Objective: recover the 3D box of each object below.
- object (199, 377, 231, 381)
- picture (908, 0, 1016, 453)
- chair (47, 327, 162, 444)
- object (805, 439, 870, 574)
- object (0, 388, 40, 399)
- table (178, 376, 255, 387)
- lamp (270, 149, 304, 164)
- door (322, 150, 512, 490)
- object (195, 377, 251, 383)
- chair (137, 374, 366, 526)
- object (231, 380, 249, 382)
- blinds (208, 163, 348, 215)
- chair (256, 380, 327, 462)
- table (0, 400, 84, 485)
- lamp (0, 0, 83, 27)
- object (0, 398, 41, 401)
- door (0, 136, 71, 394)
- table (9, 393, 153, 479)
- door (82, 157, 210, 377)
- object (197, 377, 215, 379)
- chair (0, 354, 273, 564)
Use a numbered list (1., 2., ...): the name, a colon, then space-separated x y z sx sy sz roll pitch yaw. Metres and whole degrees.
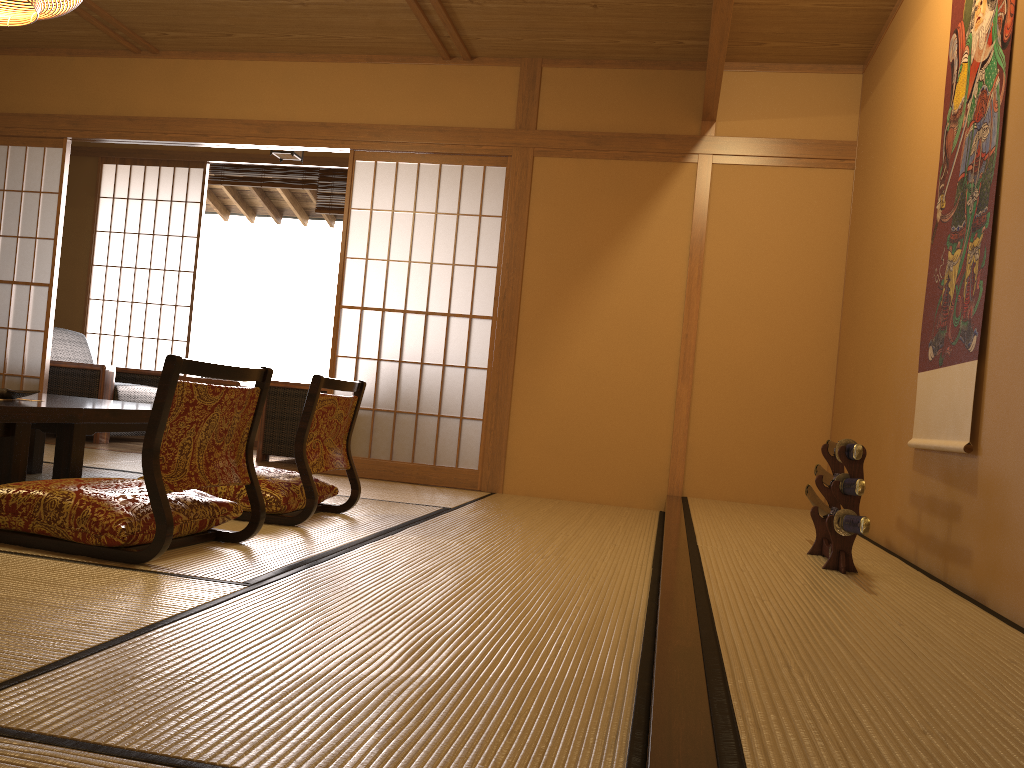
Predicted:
1. object: -2.076 -0.037 6.190 0.230 0.007 0.006 5 -1 6
2. picture: 1.431 -0.793 2.796 0.034 2.012 0.648 5 -1 11
3. chair: -3.071 -0.003 6.418 0.943 0.779 0.873 5 -1 10
4. object: 1.038 0.372 2.852 0.104 0.398 1.021 5 -1 10
5. object: -1.861 0.026 3.157 0.349 0.039 0.129 5 -2 24
6. table: -2.060 0.223 6.269 0.540 0.500 0.540 5 -1 10
7. lamp: -1.540 -1.901 6.180 0.330 0.681 0.330 5 -1 10
8. door: -0.568 -0.391 5.215 0.992 1.934 0.040 5 0 10
9. object: -2.036 -0.027 6.270 0.401 0.003 0.300 5 -2 10
10. chair: -0.975 0.220 3.421 0.698 0.546 0.583 5 -1 9
11. object: -1.935 -0.026 6.271 0.131 0.015 0.181 6 -2 -34
12. blinds: -1.564 -1.676 7.179 1.931 0.594 0.048 5 0 10
13. chair: -1.116 0.168 6.062 0.943 0.779 0.873 5 -1 10
14. table: -2.037 0.194 2.592 0.994 0.356 0.995 5 -1 10
15. lamp: -1.803 -1.697 2.930 0.798 0.825 0.799 5 -1 34
16. object: -1.941 0.037 3.086 0.401 0.003 0.398 5 -2 10
17. door: -3.396 -0.638 5.731 0.992 1.934 0.040 5 0 10
18. table: -1.863 0.238 3.571 0.994 0.356 0.995 5 -1 10
19. door: -3.069 -0.934 7.371 0.992 1.873 0.040 5 0 10
20. object: -2.103 -0.039 6.211 0.230 0.007 0.006 5 -1 0
21. chair: -1.122 0.183 2.581 0.686 0.546 0.583 5 -1 15
